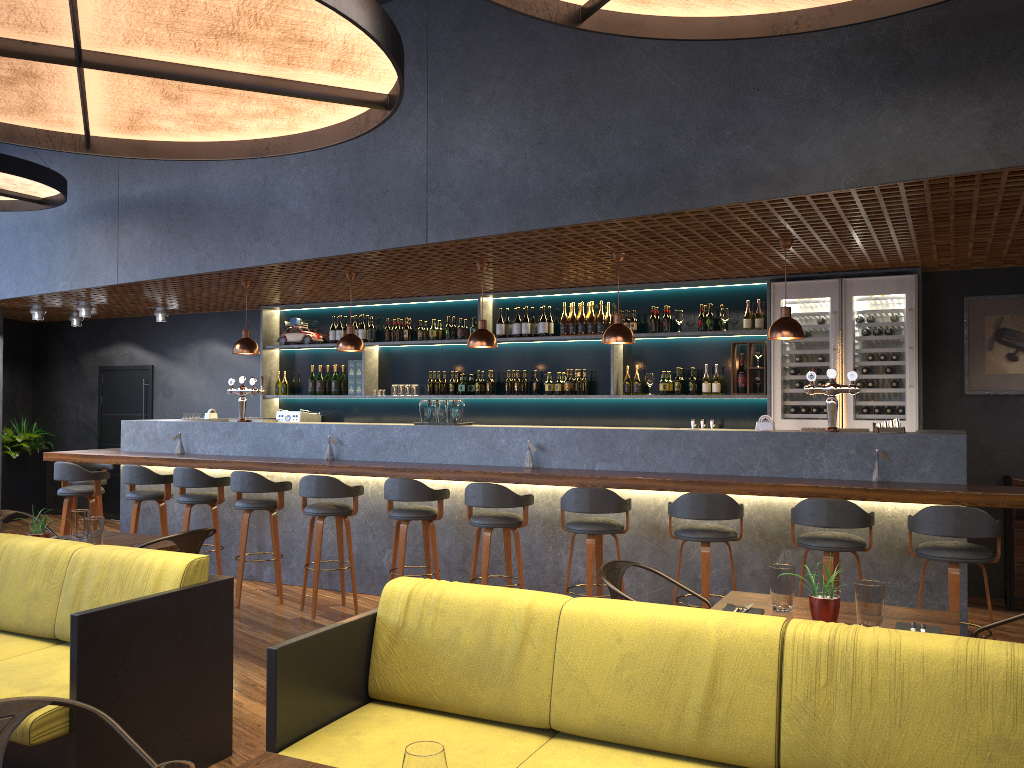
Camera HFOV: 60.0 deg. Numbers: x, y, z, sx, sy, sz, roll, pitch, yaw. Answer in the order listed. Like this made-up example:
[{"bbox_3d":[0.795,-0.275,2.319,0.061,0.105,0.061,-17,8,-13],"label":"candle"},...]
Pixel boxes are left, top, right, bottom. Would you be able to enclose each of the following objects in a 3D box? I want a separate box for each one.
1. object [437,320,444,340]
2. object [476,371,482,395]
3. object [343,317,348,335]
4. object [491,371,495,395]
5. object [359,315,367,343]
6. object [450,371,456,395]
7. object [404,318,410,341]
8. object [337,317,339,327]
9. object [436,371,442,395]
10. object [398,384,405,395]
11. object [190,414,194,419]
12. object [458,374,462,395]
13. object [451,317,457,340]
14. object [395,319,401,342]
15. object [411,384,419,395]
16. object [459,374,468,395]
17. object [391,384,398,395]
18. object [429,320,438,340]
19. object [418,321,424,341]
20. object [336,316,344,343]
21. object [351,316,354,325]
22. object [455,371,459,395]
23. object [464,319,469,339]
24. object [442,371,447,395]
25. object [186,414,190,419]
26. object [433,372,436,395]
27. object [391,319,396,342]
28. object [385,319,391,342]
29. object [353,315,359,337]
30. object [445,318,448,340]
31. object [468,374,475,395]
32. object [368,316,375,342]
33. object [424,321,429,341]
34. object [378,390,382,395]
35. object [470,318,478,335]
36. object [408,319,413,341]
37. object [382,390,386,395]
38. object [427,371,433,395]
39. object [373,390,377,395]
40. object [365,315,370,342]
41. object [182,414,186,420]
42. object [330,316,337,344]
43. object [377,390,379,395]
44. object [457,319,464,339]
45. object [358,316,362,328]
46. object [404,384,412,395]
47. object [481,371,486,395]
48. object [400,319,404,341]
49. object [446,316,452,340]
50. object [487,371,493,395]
[{"bbox_3d":[-0.777,-0.570,9.515,0.088,0.224,0.088,0,-1,21],"label":"object"},{"bbox_3d":[-0.347,-0.010,9.205,0.063,0.254,0.063,-1,-2,44],"label":"object"},{"bbox_3d":[-1.881,-0.607,10.030,0.086,0.310,0.085,-1,-1,38],"label":"object"},{"bbox_3d":[-0.211,-0.010,9.221,0.063,0.254,0.063,0,-1,-1],"label":"object"},{"bbox_3d":[-1.652,-0.610,9.813,0.085,0.310,0.086,1,-1,-30],"label":"object"},{"bbox_3d":[-0.629,-0.008,9.381,0.063,0.254,0.063,1,-1,-36],"label":"object"},{"bbox_3d":[-1.134,-0.585,9.558,0.063,0.254,0.063,-1,-2,44],"label":"object"},{"bbox_3d":[-1.967,-0.606,10.076,0.085,0.310,0.086,1,-1,-23],"label":"object"},{"bbox_3d":[-0.777,-0.008,9.391,0.063,0.254,0.063,0,-1,14],"label":"object"},{"bbox_3d":[-1.202,0.062,9.645,0.084,0.119,0.084,1,-1,-19],"label":"object"},{"bbox_3d":[-3.297,0.334,9.134,0.042,0.059,0.042,0,-1,24],"label":"object"},{"bbox_3d":[-0.529,0.007,9.391,0.088,0.224,0.088,0,-1,-9],"label":"object"},{"bbox_3d":[-0.617,-0.586,9.421,0.063,0.254,0.063,1,-1,-36],"label":"object"},{"bbox_3d":[-1.236,-0.584,9.630,0.063,0.254,0.063,0,-1,-1],"label":"object"},{"bbox_3d":[-1.046,0.061,9.567,0.084,0.119,0.084,1,-1,-19],"label":"object"},{"bbox_3d":[-0.506,0.005,9.279,0.088,0.224,0.088,-1,-1,41],"label":"object"},{"bbox_3d":[-1.278,0.062,9.683,0.084,0.119,0.084,1,-1,-19],"label":"object"},{"bbox_3d":[-0.832,-0.571,9.424,0.088,0.224,0.088,0,-1,21],"label":"object"},{"bbox_3d":[-0.973,-0.568,9.462,0.068,0.217,0.068,0,-1,16],"label":"object"},{"bbox_3d":[-1.927,-0.609,9.947,0.085,0.310,0.086,1,-1,-36],"label":"object"},{"bbox_3d":[-1.795,-0.608,9.984,0.085,0.310,0.086,1,-1,-36],"label":"object"},{"bbox_3d":[-0.592,-0.006,9.462,0.063,0.254,0.063,0,-1,-1],"label":"object"},{"bbox_3d":[-0.487,-0.570,9.324,0.068,0.217,0.068,-1,-1,31],"label":"object"},{"bbox_3d":[-0.723,-0.007,9.473,0.063,0.254,0.063,0,-1,-16],"label":"object"},{"bbox_3d":[-3.326,0.334,9.097,0.042,0.059,0.042,0,-1,24],"label":"object"},{"bbox_3d":[-0.834,-0.006,9.528,0.063,0.254,0.063,0,-1,19],"label":"object"},{"bbox_3d":[-1.293,-0.582,9.747,0.063,0.254,0.063,0,-1,4],"label":"object"},{"bbox_3d":[-1.352,-0.583,9.655,0.063,0.254,0.063,0,-1,9],"label":"object"},{"bbox_3d":[-1.744,-0.610,9.861,0.085,0.310,0.086,1,-2,-45],"label":"object"},{"bbox_3d":[-0.682,-0.585,9.481,0.063,0.254,0.063,-1,-1,34],"label":"object"},{"bbox_3d":[-0.431,0.007,9.368,0.088,0.224,0.088,0,-1,1],"label":"object"},{"bbox_3d":[-1.546,-0.593,9.765,0.083,0.301,0.083,-1,-1,34],"label":"object"},{"bbox_3d":[-0.924,-0.566,9.541,0.068,0.217,0.068,1,-1,-44],"label":"object"},{"bbox_3d":[-1.442,0.092,9.702,0.042,0.059,0.042,0,-1,-12],"label":"object"},{"bbox_3d":[-0.391,-0.575,9.204,0.088,0.224,0.088,-1,-1,41],"label":"object"},{"bbox_3d":[-1.116,-0.582,9.672,0.063,0.254,0.063,1,-1,-26],"label":"object"},{"bbox_3d":[-1.405,0.093,9.725,0.042,0.059,0.042,0,-1,-12],"label":"object"},{"bbox_3d":[-0.867,-0.008,9.436,0.063,0.254,0.063,0,-1,-1],"label":"object"},{"bbox_3d":[-1.510,0.093,9.777,0.042,0.059,0.042,0,-1,-12],"label":"object"},{"bbox_3d":[-1.610,-0.609,9.898,0.085,0.310,0.086,1,-1,-23],"label":"object"},{"bbox_3d":[-3.347,0.333,9.056,0.042,0.059,0.042,0,-1,24],"label":"object"},{"bbox_3d":[-2.009,-0.608,9.991,0.085,0.310,0.086,1,-1,-30],"label":"object"},{"bbox_3d":[-1.463,0.093,9.752,0.042,0.059,0.042,0,-1,-12],"label":"object"},{"bbox_3d":[-0.535,-0.571,9.244,0.068,0.217,0.068,0,-1,11],"label":"object"},{"bbox_3d":[-1.695,-0.608,9.942,0.085,0.310,0.086,1,-1,-36],"label":"object"},{"bbox_3d":[-1.125,0.061,9.606,0.084,0.119,0.084,1,-1,-19],"label":"object"},{"bbox_3d":[-0.304,-0.009,9.274,0.063,0.254,0.063,1,-1,-31],"label":"object"},{"bbox_3d":[-1.210,-0.582,9.709,0.063,0.254,0.063,0,-1,-1],"label":"object"},{"bbox_3d":[-0.668,-0.587,9.347,0.063,0.254,0.063,0,-1,-16],"label":"object"},{"bbox_3d":[-0.227,-0.012,9.137,0.063,0.254,0.063,1,-1,-21],"label":"object"}]
